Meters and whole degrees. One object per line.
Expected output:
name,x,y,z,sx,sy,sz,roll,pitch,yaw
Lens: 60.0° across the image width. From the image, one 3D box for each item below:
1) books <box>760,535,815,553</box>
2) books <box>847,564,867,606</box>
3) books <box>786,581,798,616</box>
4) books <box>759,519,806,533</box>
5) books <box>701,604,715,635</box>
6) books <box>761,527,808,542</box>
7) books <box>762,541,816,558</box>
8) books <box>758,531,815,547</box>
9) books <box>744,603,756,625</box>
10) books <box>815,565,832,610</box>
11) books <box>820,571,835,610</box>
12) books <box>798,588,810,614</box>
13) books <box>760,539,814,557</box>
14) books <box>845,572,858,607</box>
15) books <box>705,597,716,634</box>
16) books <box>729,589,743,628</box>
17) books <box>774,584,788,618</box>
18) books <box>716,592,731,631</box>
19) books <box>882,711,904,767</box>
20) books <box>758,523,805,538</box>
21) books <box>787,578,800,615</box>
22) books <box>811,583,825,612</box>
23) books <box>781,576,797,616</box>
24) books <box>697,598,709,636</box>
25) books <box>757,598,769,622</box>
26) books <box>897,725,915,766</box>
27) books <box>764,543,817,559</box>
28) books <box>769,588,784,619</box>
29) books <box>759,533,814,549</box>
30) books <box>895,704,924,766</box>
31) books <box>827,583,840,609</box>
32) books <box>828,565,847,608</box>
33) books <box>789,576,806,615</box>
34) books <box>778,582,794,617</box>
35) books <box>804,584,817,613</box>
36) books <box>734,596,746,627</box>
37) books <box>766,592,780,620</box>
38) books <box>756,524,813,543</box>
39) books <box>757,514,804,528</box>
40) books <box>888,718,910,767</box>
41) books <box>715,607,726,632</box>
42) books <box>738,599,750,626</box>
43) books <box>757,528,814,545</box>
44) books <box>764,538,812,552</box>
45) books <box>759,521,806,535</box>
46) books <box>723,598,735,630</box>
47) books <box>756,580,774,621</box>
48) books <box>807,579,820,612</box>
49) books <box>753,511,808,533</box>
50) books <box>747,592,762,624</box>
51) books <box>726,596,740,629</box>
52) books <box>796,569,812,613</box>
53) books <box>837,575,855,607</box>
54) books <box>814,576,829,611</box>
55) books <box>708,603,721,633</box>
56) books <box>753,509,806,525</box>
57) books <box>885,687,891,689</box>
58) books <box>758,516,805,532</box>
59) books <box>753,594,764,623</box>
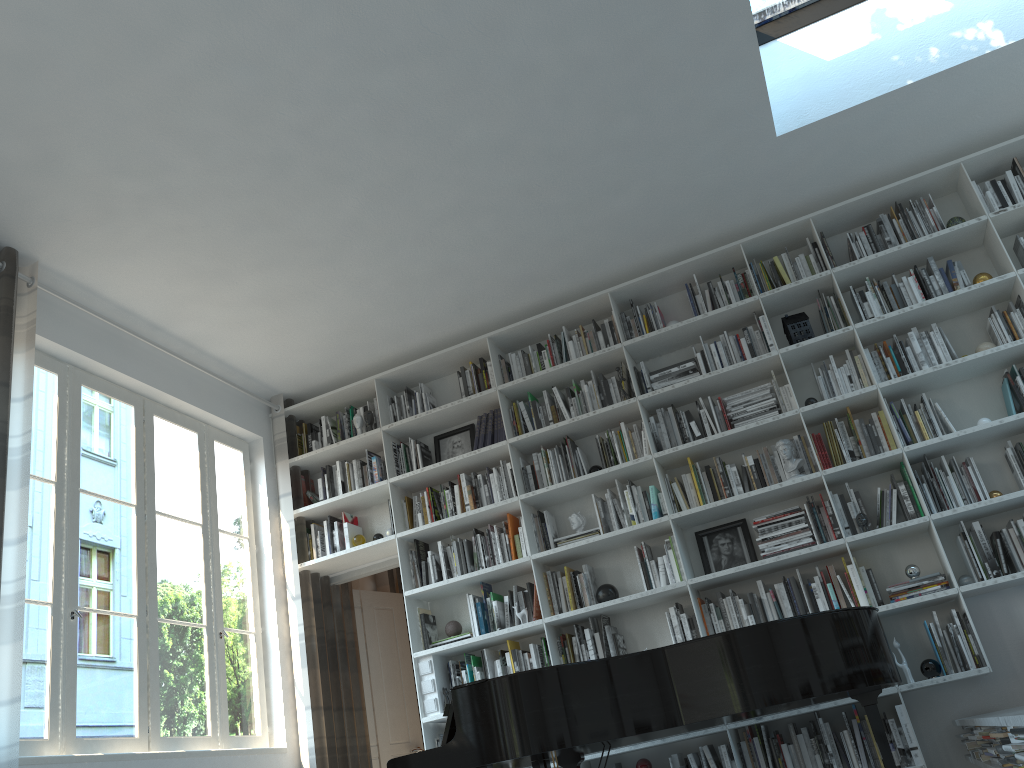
books,1.505,0.882,4.834,0.285,0.012,0.160,-19,-26,16
books,1.800,1.072,4.605,0.033,0.245,0.177,-19,-26,16
books,1.509,1.183,4.718,0.011,0.250,0.159,-19,-26,16
books,1.484,0.794,4.865,0.254,0.012,0.161,-17,-25,12
books,1.094,1.332,4.840,0.029,0.242,0.154,-19,-26,16
books,1.492,0.836,4.843,0.254,0.012,0.161,-17,-25,11
books,1.511,0.913,4.817,0.285,0.012,0.160,-19,-26,15
books,1.499,0.859,4.839,0.285,0.012,0.160,-20,-26,18
books,1.296,1.279,4.746,0.029,0.183,0.175,-19,-26,16
books,1.656,1.109,4.676,0.014,0.292,0.138,-19,-26,16
books,1.675,1.124,4.671,0.014,0.255,0.145,-19,-26,16
books,1.561,1.187,4.691,0.021,0.202,0.128,-19,-26,16
books,1.505,0.899,4.814,0.285,0.012,0.160,-22,-27,20
books,1.775,1.098,4.613,0.011,0.215,0.166,-19,-26,16
books,1.106,1.309,4.835,0.011,0.274,0.146,-19,-26,16
books,1.231,1.258,4.791,0.013,0.281,0.167,-19,-26,16
books,1.460,1.204,4.743,0.025,0.253,0.136,-19,-26,16
books,1.176,1.286,4.835,0.027,0.289,0.141,-19,-26,16
books,1.865,1.738,4.340,0.013,0.255,0.177,-19,-26,16
books,1.489,0.816,4.857,0.254,0.012,0.161,-21,-26,18
books,1.514,1.172,4.708,0.010,0.260,0.182,-19,-26,16
books,1.622,1.158,4.659,0.023,0.203,0.168,-19,-26,16
books,1.497,1.174,4.734,0.014,0.285,0.135,-19,-26,16
books,1.072,1.321,4.857,0.012,0.284,0.160,-19,-26,16
books,1.358,1.253,4.734,0.023,0.195,0.165,-19,-26,16
books,1.916,1.758,4.317,0.023,0.181,0.149,-19,-26,16
books,1.509,0.920,4.804,0.285,0.012,0.160,-17,-25,11
books,1.430,1.215,4.734,0.031,0.236,0.159,-19,-26,16
books,1.502,0.871,4.837,0.285,0.012,0.160,-20,-26,17
books,1.910,1.687,4.267,0.038,0.267,0.278,-19,-26,16
books,1.690,1.142,4.630,0.023,0.182,0.169,-19,-26,16
books,1.718,1.096,4.649,0.026,0.271,0.175,-19,-26,16
books,1.528,1.162,4.697,0.028,0.263,0.162,-19,-26,16
books,1.473,1.191,4.711,0.026,0.244,0.192,-19,-26,16
books,1.588,1.170,4.671,0.024,0.206,0.183,-19,-26,16
books,1.257,1.276,4.794,0.021,0.243,0.142,-19,-26,16
books,1.410,1.234,4.744,0.025,0.219,0.140,-19,-26,16
books,1.490,0.825,4.848,0.285,0.012,0.160,-22,-27,20
books,1.479,0.772,4.875,0.254,0.012,0.161,-17,-25,12
books,1.885,1.746,4.321,0.029,0.217,0.191,-19,-26,16
books,1.154,1.325,4.810,0.024,0.207,0.170,-19,-26,16
books,1.271,1.273,4.763,0.023,0.216,0.175,-19,-26,16
books,1.494,0.846,4.838,0.285,0.012,0.160,-22,-27,20
books,1.503,0.889,4.819,0.254,0.012,0.161,-17,-25,11
books,1.487,0.805,4.862,0.254,0.012,0.161,-18,-26,13
books,1.200,1.295,4.814,0.024,0.246,0.132,-19,-26,16
books,1.377,1.207,4.758,0.026,0.290,0.152,-19,-26,16
books,1.607,1.155,4.681,0.014,0.234,0.154,-19,-26,16
books,1.479,0.763,4.884,0.285,0.012,0.160,-20,-26,18
books,1.320,1.248,4.755,0.029,0.236,0.166,-19,-26,16
books,1.217,1.282,4.792,0.027,0.244,0.180,-19,-26,16
books,1.564,1.137,4.697,0.012,0.295,0.178,-19,-26,16
books,1.751,1.108,4.618,0.042,0.211,0.169,-19,-26,16
books,1.640,1.138,4.659,0.023,0.233,0.175,-19,-26,16
books,1.124,1.318,4.812,0.027,0.233,0.168,-19,-26,16
books,1.474,0.749,4.883,0.285,0.012,0.160,-17,-25,11
books,1.840,1.421,4.417,0.027,0.195,0.147,-19,-26,16
books,1.482,0.783,4.872,0.254,0.012,0.161,-18,-26,13
books,1.343,1.248,4.756,0.013,0.229,0.139,-19,-26,16
